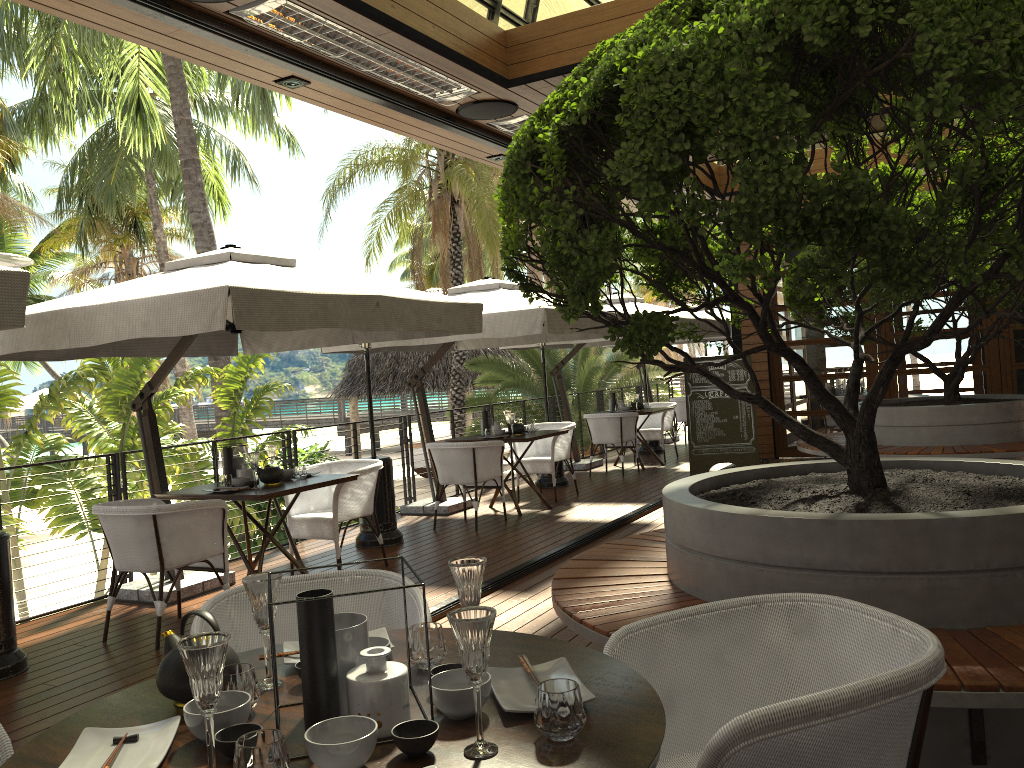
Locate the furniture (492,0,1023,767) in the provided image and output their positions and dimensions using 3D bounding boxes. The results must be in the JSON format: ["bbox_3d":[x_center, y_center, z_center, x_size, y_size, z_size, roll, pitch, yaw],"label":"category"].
[{"bbox_3d":[1.318,-0.107,3.355,2.615,2.723,2.695,-4,0,19],"label":"furniture"}]

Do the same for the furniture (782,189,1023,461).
[{"bbox_3d":[3.853,-0.342,7.874,2.569,2.723,2.719,-4,0,-6],"label":"furniture"}]

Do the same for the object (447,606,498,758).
[{"bbox_3d":[-0.058,0.487,1.452,0.082,0.227,0.082,-4,0,-26],"label":"object"}]

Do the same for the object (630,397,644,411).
[{"bbox_3d":[1.656,0.259,11.691,0.168,0.179,0.163,-4,0,27],"label":"object"}]

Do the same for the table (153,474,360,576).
[{"bbox_3d":[-1.628,1.028,5.821,0.931,0.749,0.932,-4,0,29],"label":"table"}]

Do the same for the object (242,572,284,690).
[{"bbox_3d":[-0.512,0.513,1.844,0.082,0.227,0.082,-4,0,-26],"label":"object"}]

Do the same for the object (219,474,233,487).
[{"bbox_3d":[-1.832,0.626,5.685,0.086,0.086,0.086,-4,0,33],"label":"object"}]

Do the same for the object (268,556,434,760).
[{"bbox_3d":[-0.303,0.487,1.628,0.263,0.264,0.263,-4,0,-15],"label":"object"}]

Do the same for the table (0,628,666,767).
[{"bbox_3d":[-0.283,0.992,1.621,1.165,0.749,1.166,-4,1,34],"label":"table"}]

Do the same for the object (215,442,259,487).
[{"bbox_3d":[-1.830,0.534,5.906,0.263,0.264,0.263,-4,0,-16],"label":"object"}]

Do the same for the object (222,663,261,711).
[{"bbox_3d":[-0.528,0.589,1.701,0.086,0.086,0.086,-4,0,39],"label":"object"}]

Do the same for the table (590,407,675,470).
[{"bbox_3d":[1.604,0.726,11.770,0.931,0.749,0.932,-4,0,29],"label":"table"}]

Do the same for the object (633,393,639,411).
[{"bbox_3d":[1.614,0.238,11.461,0.082,0.227,0.082,-4,0,29],"label":"object"}]

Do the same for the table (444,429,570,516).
[{"bbox_3d":[-0.012,0.877,8.796,0.931,0.749,0.932,-4,0,29],"label":"table"}]

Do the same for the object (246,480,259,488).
[{"bbox_3d":[-1.638,0.636,5.604,0.080,0.042,0.080,-4,1,-10],"label":"object"}]

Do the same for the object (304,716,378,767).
[{"bbox_3d":[-0.272,0.586,1.421,0.116,0.065,0.116,-4,1,11],"label":"object"}]

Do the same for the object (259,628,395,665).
[{"bbox_3d":[-0.424,0.609,2.021,0.295,0.025,0.170,-4,1,-15],"label":"object"}]

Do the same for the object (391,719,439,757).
[{"bbox_3d":[-0.159,0.590,1.464,0.080,0.042,0.080,-4,1,-17],"label":"object"}]

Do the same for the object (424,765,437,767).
[{"bbox_3d":[-0.185,0.603,1.257,0.295,0.025,0.170,-4,1,-15],"label":"object"}]

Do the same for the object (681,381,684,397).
[{"bbox_3d":[3.019,0.081,14.830,0.263,0.264,0.263,-4,0,-16],"label":"object"}]

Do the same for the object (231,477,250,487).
[{"bbox_3d":[-1.725,0.630,5.651,0.116,0.065,0.116,-4,1,27],"label":"object"}]

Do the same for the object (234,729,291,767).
[{"bbox_3d":[-0.383,0.584,1.356,0.086,0.086,0.086,-4,0,30],"label":"object"}]

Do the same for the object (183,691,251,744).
[{"bbox_3d":[-0.525,0.602,1.586,0.116,0.065,0.116,-4,1,-12],"label":"object"}]

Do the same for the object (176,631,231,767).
[{"bbox_3d":[-0.481,0.517,1.405,0.082,0.227,0.082,-4,0,-9],"label":"object"}]

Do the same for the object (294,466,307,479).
[{"bbox_3d":[-1.416,0.594,5.933,0.086,0.086,0.086,-4,0,33],"label":"object"}]

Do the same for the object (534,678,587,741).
[{"bbox_3d":[0.080,0.550,1.493,0.086,0.086,0.086,-4,0,39],"label":"object"}]

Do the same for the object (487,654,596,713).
[{"bbox_3d":[0.045,0.581,1.722,0.170,0.025,0.294,-4,1,-10],"label":"object"}]

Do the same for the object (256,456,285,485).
[{"bbox_3d":[-1.564,0.560,5.760,0.163,0.179,0.168,-4,0,30],"label":"object"}]

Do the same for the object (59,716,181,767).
[{"bbox_3d":[-0.670,0.633,1.488,0.170,0.025,0.294,-4,1,-10],"label":"object"}]

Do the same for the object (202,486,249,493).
[{"bbox_3d":[-1.757,0.654,5.490,0.294,0.025,0.170,-4,1,29],"label":"object"}]

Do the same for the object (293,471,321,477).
[{"bbox_3d":[-1.485,0.627,6.133,0.294,0.025,0.170,-4,1,29],"label":"object"}]

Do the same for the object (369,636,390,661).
[{"bbox_3d":[-0.313,0.583,1.875,0.116,0.065,0.116,-4,1,11],"label":"object"}]

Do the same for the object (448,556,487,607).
[{"bbox_3d":[-0.086,0.483,1.865,0.082,0.227,0.082,-4,0,-9],"label":"object"}]

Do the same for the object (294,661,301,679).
[{"bbox_3d":[-0.412,0.602,1.849,0.080,0.042,0.080,-4,1,-17],"label":"object"}]

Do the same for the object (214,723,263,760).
[{"bbox_3d":[-0.462,0.610,1.500,0.080,0.042,0.080,-4,1,18],"label":"object"}]

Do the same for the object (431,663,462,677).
[{"bbox_3d":[-0.121,0.583,1.745,0.080,0.042,0.080,-4,1,18],"label":"object"}]

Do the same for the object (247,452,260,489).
[{"bbox_3d":[-1.607,0.539,5.533,0.082,0.227,0.082,-4,0,29],"label":"object"}]

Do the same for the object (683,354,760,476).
[{"bbox_3d":[2.421,0.368,10.270,0.768,1.397,0.771,-4,0,13],"label":"object"}]

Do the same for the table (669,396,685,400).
[{"bbox_3d":[3.220,0.575,14.744,0.931,0.749,0.932,-4,0,29],"label":"table"}]

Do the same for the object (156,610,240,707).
[{"bbox_3d":[-0.640,0.549,1.807,0.163,0.179,0.168,-4,0,-12],"label":"object"}]

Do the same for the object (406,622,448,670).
[{"bbox_3d":[-0.183,0.563,1.901,0.086,0.086,0.086,-4,0,30],"label":"object"}]

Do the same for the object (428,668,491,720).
[{"bbox_3d":[-0.094,0.572,1.621,0.116,0.065,0.116,-4,1,-12],"label":"object"}]
